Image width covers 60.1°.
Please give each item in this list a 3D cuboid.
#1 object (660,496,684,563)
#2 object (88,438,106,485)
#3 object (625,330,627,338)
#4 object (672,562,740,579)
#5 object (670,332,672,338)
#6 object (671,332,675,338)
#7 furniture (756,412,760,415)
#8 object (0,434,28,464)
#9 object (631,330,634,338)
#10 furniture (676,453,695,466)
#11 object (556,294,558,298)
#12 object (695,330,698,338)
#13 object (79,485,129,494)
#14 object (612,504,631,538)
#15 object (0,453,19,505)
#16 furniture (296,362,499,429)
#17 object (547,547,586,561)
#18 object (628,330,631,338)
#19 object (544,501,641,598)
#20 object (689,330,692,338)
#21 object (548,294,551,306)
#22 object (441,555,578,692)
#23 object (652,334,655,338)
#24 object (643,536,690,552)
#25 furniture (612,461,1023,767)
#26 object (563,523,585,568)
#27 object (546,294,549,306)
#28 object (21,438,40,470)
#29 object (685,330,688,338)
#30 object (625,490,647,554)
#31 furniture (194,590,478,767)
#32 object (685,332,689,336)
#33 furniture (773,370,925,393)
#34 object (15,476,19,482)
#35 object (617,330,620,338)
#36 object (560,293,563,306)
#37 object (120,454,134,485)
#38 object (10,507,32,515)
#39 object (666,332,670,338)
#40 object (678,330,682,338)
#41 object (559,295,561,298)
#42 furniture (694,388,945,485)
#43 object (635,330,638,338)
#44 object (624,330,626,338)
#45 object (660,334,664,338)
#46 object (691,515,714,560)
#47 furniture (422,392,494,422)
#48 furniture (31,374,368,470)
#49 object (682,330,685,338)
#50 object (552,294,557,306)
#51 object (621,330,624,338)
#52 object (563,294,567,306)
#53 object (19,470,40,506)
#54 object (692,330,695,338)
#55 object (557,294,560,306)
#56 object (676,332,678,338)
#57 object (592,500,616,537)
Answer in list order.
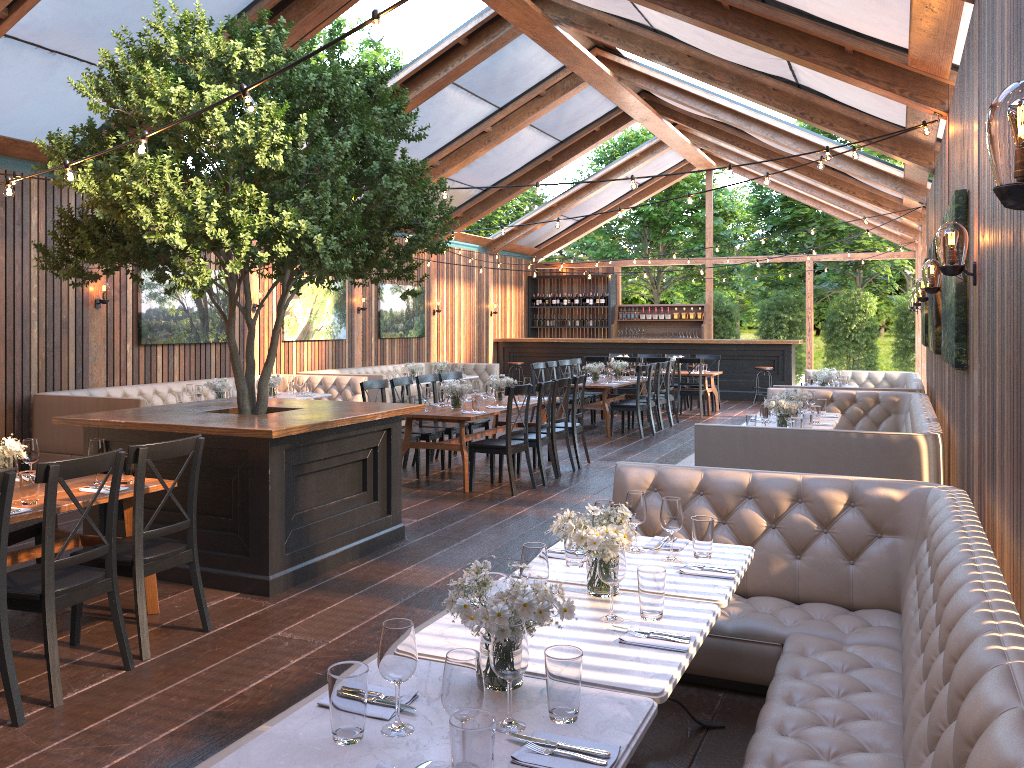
[{"bbox_3d":[0.628,0.571,3.480,0.092,0.244,0.092,0,1,-18],"label":"object"},{"bbox_3d":[-2.259,0.423,4.818,0.092,0.244,0.092,0,1,-18],"label":"object"},{"bbox_3d":[2.778,-1.223,21.558,0.070,0.185,0.070,0,1,28],"label":"object"},{"bbox_3d":[0.723,0.694,3.332,0.255,0.019,0.158,2,4,24],"label":"object"},{"bbox_3d":[3.870,-1.186,21.408,0.097,0.134,0.097,0,1,10],"label":"object"},{"bbox_3d":[3.866,-1.176,21.263,0.097,0.134,0.097,0,1,10],"label":"object"},{"bbox_3d":[3.775,0.543,12.709,0.313,0.398,2.332,1,4,24],"label":"furniture"},{"bbox_3d":[-2.626,0.415,4.463,0.329,0.309,0.336,2,3,39],"label":"object"},{"bbox_3d":[2.927,-1.218,21.483,0.070,0.185,0.070,0,1,28],"label":"object"},{"bbox_3d":[1.967,0.823,8.567,0.313,0.398,2.332,1,4,24],"label":"furniture"},{"bbox_3d":[1.140,-2.129,22.460,0.081,0.324,0.081,0,0,2],"label":"object"},{"bbox_3d":[4.350,-1.173,20.850,0.073,0.181,0.073,0,1,-2],"label":"object"},{"bbox_3d":[-2.159,0.547,4.652,0.255,0.019,0.158,2,4,24],"label":"object"},{"bbox_3d":[0.461,0.596,3.747,0.092,0.158,0.092,0,1,10],"label":"object"},{"bbox_3d":[-2.434,0.460,4.273,0.092,0.244,0.092,0,1,-18],"label":"object"},{"bbox_3d":[-1.834,0.147,15.163,1.710,0.858,4.164,1,4,24],"label":"furniture"},{"bbox_3d":[0.256,0.679,3.551,0.255,0.019,0.158,2,4,24],"label":"object"},{"bbox_3d":[2.867,-1.222,21.541,0.070,0.185,0.070,0,1,28],"label":"object"},{"bbox_3d":[0.303,0.568,3.043,0.329,0.309,0.336,-1,2,-24],"label":"object"},{"bbox_3d":[4.216,-1.178,20.921,0.073,0.181,0.073,0,1,-2],"label":"object"},{"bbox_3d":[0.955,-2.109,22.335,0.075,0.303,0.075,0,0,40],"label":"object"},{"bbox_3d":[-0.016,0.620,2.275,0.336,0.309,0.329,0,2,-11],"label":"object"},{"bbox_3d":[3.449,-1.181,21.600,0.124,0.096,0.124,2,3,35],"label":"object"},{"bbox_3d":[0.643,0.668,3.705,0.157,0.019,0.255,2,4,24],"label":"object"},{"bbox_3d":[0.534,0.995,2.588,1.710,0.858,4.164,1,4,24],"label":"furniture"},{"bbox_3d":[0.241,0.620,3.395,0.092,0.158,0.092,0,1,10],"label":"object"},{"bbox_3d":[0.896,-2.118,22.406,0.078,0.312,0.078,0,0,19],"label":"object"},{"bbox_3d":[-2.624,0.423,4.821,0.092,0.244,0.092,0,1,-18],"label":"object"},{"bbox_3d":[4.141,-1.180,20.954,0.073,0.181,0.073,0,1,-2],"label":"object"},{"bbox_3d":[0.506,0.562,3.611,0.092,0.244,0.092,0,1,-18],"label":"object"},{"bbox_3d":[-0.463,1.198,3.001,0.313,0.398,2.332,1,4,24],"label":"furniture"},{"bbox_3d":[4.179,-1.167,21.133,0.097,0.134,0.097,0,1,10],"label":"object"},{"bbox_3d":[4.767,0.341,12.288,1.710,0.858,4.164,1,4,24],"label":"furniture"},{"bbox_3d":[-2.712,0.526,4.959,0.255,0.019,0.158,2,4,24],"label":"object"},{"bbox_3d":[2.612,-1.228,21.636,0.070,0.185,0.070,0,1,28],"label":"object"},{"bbox_3d":[1.238,-2.112,22.213,0.081,0.324,0.081,0,0,2],"label":"object"},{"bbox_3d":[-2.110,0.466,4.826,0.092,0.158,0.092,0,1,10],"label":"object"},{"bbox_3d":[-2.380,0.584,4.110,0.255,0.019,0.158,2,4,24],"label":"object"},{"bbox_3d":[3.756,-1.180,21.318,0.097,0.134,0.097,0,1,10],"label":"object"},{"bbox_3d":[3.992,-1.185,21.019,0.073,0.181,0.073,0,1,-2],"label":"object"},{"bbox_3d":[1.213,-2.112,22.387,0.075,0.303,0.075,0,0,40],"label":"object"},{"bbox_3d":[2.954,0.621,8.134,1.710,0.858,4.164,1,4,24],"label":"furniture"},{"bbox_3d":[3.021,-1.216,21.458,0.070,0.185,0.070,0,1,28],"label":"object"},{"bbox_3d":[2.782,-1.230,21.656,0.070,0.185,0.070,0,1,28],"label":"object"},{"bbox_3d":[3.618,-1.167,21.391,0.124,0.096,0.124,2,3,35],"label":"object"},{"bbox_3d":[0.758,0.611,3.518,0.092,0.158,0.092,0,1,10],"label":"object"},{"bbox_3d":[-0.818,0.408,14.714,0.313,0.398,2.332,1,4,24],"label":"furniture"},{"bbox_3d":[-3.644,0.427,11.017,1.710,0.858,4.164,1,4,24],"label":"furniture"},{"bbox_3d":[4.062,-1.182,20.978,0.073,0.181,0.073,0,1,-2],"label":"object"},{"bbox_3d":[1.077,-2.115,22.352,0.136,0.316,0.136,0,1,-15],"label":"object"},{"bbox_3d":[2.688,-1.226,21.596,0.070,0.185,0.070,0,1,28],"label":"object"},{"bbox_3d":[1.322,-2.113,22.310,0.136,0.316,0.136,0,1,-15],"label":"object"},{"bbox_3d":[-2.329,0.503,4.273,0.092,0.158,0.092,-1,1,-30],"label":"object"},{"bbox_3d":[4.296,-1.177,20.904,0.073,0.181,0.073,0,1,-2],"label":"object"},{"bbox_3d":[1.167,-2.107,22.274,0.077,0.307,0.077,0,0,40],"label":"object"},{"bbox_3d":[3.975,-1.174,21.234,0.097,0.134,0.097,0,1,10],"label":"object"},{"bbox_3d":[0.356,0.575,3.416,0.092,0.244,0.092,0,1,-18],"label":"object"}]
